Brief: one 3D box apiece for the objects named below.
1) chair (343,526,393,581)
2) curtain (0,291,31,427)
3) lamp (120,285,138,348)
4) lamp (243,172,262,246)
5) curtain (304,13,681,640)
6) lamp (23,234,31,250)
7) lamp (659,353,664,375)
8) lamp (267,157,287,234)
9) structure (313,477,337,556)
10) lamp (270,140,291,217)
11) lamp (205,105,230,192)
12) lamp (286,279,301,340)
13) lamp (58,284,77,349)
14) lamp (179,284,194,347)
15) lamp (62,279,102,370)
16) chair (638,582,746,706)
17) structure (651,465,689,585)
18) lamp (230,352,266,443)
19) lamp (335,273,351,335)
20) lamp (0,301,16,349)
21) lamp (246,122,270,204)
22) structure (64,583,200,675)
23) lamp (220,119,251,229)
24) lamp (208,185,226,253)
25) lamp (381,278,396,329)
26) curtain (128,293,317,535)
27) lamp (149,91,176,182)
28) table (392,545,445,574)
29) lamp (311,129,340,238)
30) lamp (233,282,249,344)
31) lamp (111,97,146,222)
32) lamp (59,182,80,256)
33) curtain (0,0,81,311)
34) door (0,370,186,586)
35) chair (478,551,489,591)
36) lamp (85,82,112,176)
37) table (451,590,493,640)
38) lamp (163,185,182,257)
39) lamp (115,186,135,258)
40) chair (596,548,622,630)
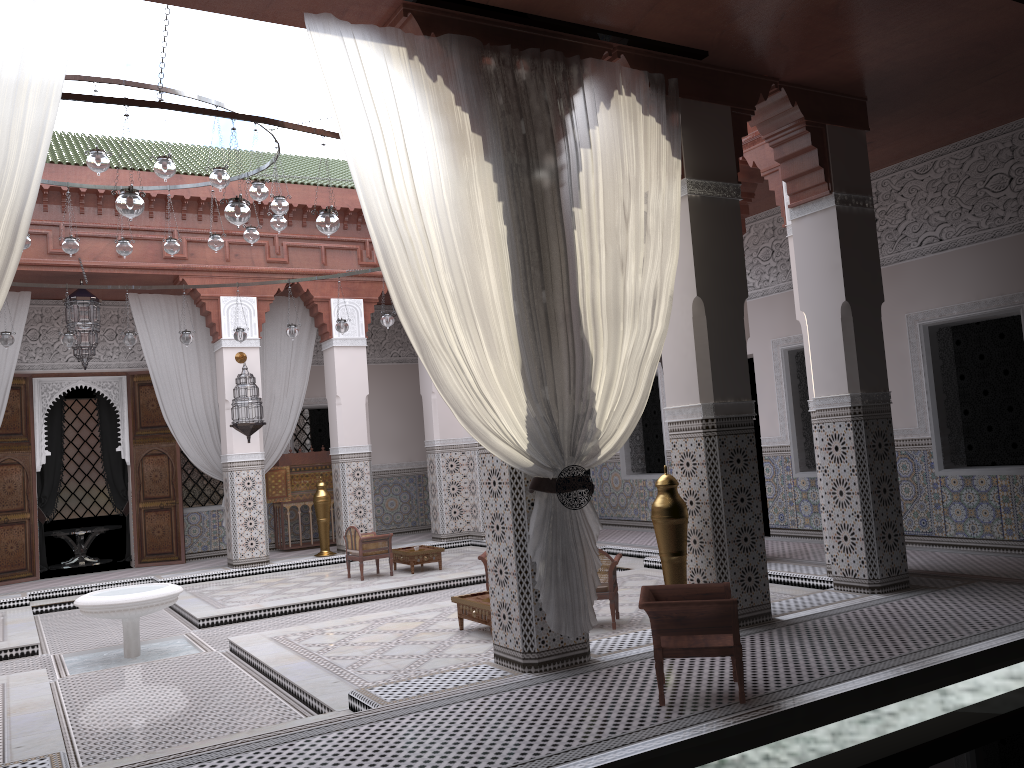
[{"bbox_3d":[-0.850,0.990,5.266,0.208,0.313,0.263,-2,-5,-34],"label":"chair"},{"bbox_3d":[-3.515,0.315,5.175,1.304,1.761,0.048,-2,-5,-30],"label":"curtain"},{"bbox_3d":[-2.227,-0.389,5.149,0.090,0.371,0.091,-6,-5,25],"label":"lamp"},{"bbox_3d":[-1.303,-0.872,4.431,0.091,0.371,0.090,-3,-4,-15],"label":"lamp"},{"bbox_3d":[0.103,-0.148,2.585,1.304,1.761,0.137,-2,-5,-30],"label":"curtain"},{"bbox_3d":[-2.343,-0.808,4.222,0.090,0.371,0.091,-4,-4,-5],"label":"lamp"},{"bbox_3d":[0.556,-0.310,3.346,0.216,0.552,0.221,-2,-5,-30],"label":"lamp"},{"bbox_3d":[-1.114,-0.901,4.238,0.091,0.371,0.090,-5,-4,10],"label":"lamp"},{"bbox_3d":[-1.310,0.913,6.149,0.156,0.539,0.156,-2,-5,-24],"label":"structure"},{"bbox_3d":[-1.040,-0.927,3.954,0.090,0.371,0.091,-5,-4,15],"label":"lamp"},{"bbox_3d":[-1.170,-0.949,3.521,0.091,0.371,0.090,-1,-5,-40],"label":"lamp"},{"bbox_3d":[-1.321,-0.446,5.323,0.091,0.371,0.090,-2,-5,-30],"label":"lamp"},{"bbox_3d":[-2.506,-0.379,5.000,0.090,0.371,0.091,-5,-4,5],"label":"lamp"},{"bbox_3d":[-1.934,-0.404,5.257,0.090,0.371,0.091,-7,-5,35],"label":"lamp"},{"bbox_3d":[-2.675,-0.371,5.532,0.221,0.571,0.220,-2,-5,-30],"label":"lamp"},{"bbox_3d":[0.448,0.647,2.222,0.234,0.252,0.259,-5,-4,9],"label":"chair"},{"bbox_3d":[0.533,0.540,2.944,0.156,0.539,0.156,-3,-4,-13],"label":"structure"},{"bbox_3d":[-1.732,0.077,5.786,0.216,0.618,0.217,-2,-5,-30],"label":"lamp"},{"bbox_3d":[-1.015,-0.473,5.274,0.091,0.371,0.090,-2,-5,-30],"label":"lamp"},{"bbox_3d":[-2.755,-0.373,4.821,0.090,0.371,0.091,-5,-4,15],"label":"lamp"},{"bbox_3d":[-1.071,-0.941,3.725,0.090,0.371,0.091,-7,-5,35],"label":"lamp"},{"bbox_3d":[-1.634,1.041,3.810,0.528,0.310,0.501,-2,-5,-30],"label":"structure"},{"bbox_3d":[-0.867,-0.666,2.756,0.091,0.371,0.090,-3,-4,-15],"label":"lamp"},{"bbox_3d":[-1.513,-0.850,4.522,0.091,0.371,0.090,-1,-5,-35],"label":"lamp"},{"bbox_3d":[-0.728,-0.503,5.155,0.091,0.371,0.090,-3,-4,-15],"label":"lamp"},{"bbox_3d":[-1.898,0.259,6.090,1.304,1.761,0.048,-2,-5,-30],"label":"curtain"},{"bbox_3d":[-1.325,-0.949,3.353,0.091,0.371,0.090,-2,-5,-30],"label":"lamp"},{"bbox_3d":[-0.581,1.067,5.418,0.229,0.142,0.330,-2,-5,-30],"label":"table"},{"bbox_3d":[-0.627,-0.670,2.953,0.091,0.371,0.090,-3,-4,-15],"label":"lamp"},{"bbox_3d":[-1.632,-0.423,5.315,0.090,0.371,0.091,-8,-6,45],"label":"lamp"},{"bbox_3d":[-1.129,-0.658,2.590,0.091,0.371,0.090,-3,-4,-15],"label":"lamp"},{"bbox_3d":[-2.184,-0.810,4.374,0.090,0.371,0.091,-5,-4,10],"label":"lamp"},{"bbox_3d":[-1.489,-0.095,1.667,1.303,1.764,0.129,-2,-5,-30],"label":"curtain"},{"bbox_3d":[-3.018,0.591,6.247,1.244,1.461,0.419,-2,-5,-30],"label":"door"},{"bbox_3d":[0.002,0.822,3.844,0.263,0.313,0.208,-5,-4,6],"label":"chair"},{"bbox_3d":[-1.523,-0.943,3.233,0.091,0.371,0.090,-4,-4,-5],"label":"lamp"},{"bbox_3d":[-0.058,0.882,3.422,0.229,0.142,0.330,-2,-5,-30],"label":"table"},{"bbox_3d":[-1.746,-0.831,4.539,0.090,0.371,0.091,-7,-5,35],"label":"lamp"},{"bbox_3d":[-1.968,-0.817,4.491,0.090,0.371,0.091,-7,-5,30],"label":"lamp"},{"bbox_3d":[0.293,0.768,3.406,0.263,0.313,0.208,-5,-4,10],"label":"chair"}]
